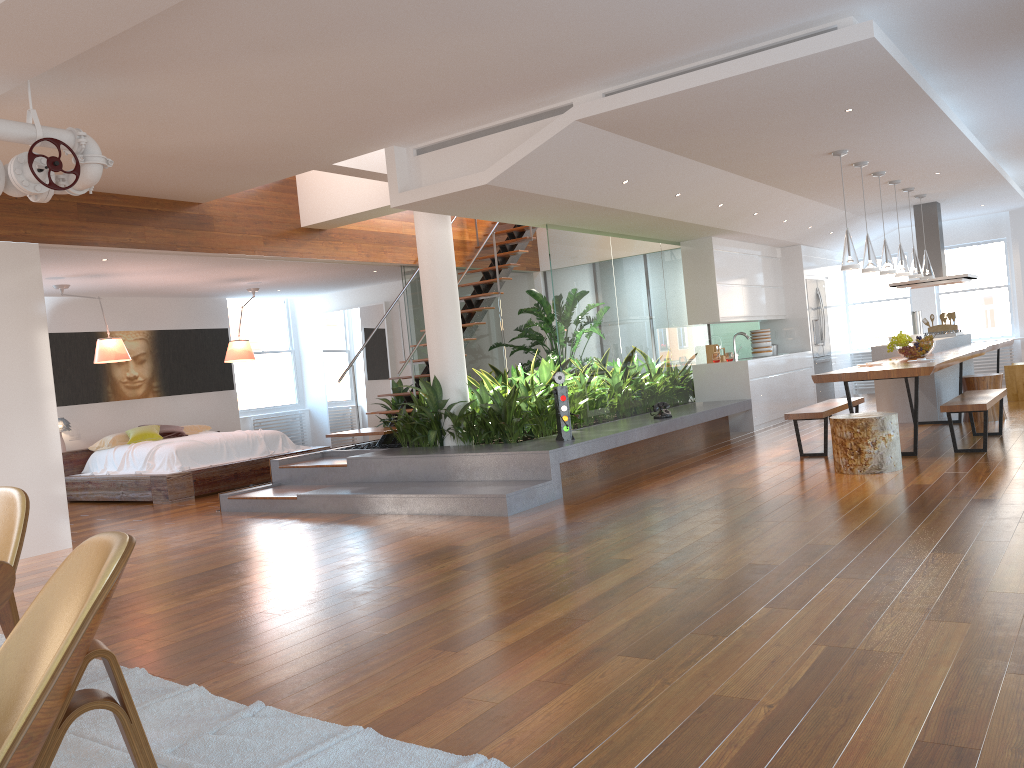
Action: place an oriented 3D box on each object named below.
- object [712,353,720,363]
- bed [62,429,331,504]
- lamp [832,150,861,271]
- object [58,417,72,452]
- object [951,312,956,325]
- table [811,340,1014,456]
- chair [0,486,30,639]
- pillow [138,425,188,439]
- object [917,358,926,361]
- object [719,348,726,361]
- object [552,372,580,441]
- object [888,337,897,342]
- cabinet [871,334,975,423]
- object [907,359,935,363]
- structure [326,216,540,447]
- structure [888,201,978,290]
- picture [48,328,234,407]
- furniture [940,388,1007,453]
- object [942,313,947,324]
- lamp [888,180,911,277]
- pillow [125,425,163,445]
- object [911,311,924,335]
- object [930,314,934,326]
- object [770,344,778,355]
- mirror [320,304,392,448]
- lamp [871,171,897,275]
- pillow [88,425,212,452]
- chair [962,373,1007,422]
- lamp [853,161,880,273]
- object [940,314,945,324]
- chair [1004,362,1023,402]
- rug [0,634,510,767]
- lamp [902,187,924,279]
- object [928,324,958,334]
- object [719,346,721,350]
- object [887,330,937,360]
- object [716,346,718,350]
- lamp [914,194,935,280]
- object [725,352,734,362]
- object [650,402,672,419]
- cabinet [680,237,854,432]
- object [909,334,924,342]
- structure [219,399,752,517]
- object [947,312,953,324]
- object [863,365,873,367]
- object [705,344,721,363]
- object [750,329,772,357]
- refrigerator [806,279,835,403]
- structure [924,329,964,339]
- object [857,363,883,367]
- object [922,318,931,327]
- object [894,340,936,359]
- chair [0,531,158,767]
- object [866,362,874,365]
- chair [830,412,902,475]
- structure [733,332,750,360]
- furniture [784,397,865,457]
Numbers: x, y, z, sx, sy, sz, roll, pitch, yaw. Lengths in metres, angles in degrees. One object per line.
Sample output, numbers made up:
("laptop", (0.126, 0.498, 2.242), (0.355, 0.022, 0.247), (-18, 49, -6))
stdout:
("object", (2.430, -0.309, 10.549), (0.094, 0.106, 0.094), (-5, 2, 40))
("bed", (-3.730, 0.891, 10.300), (2.314, 0.595, 2.207), (-5, 1, 35))
("lamp", (2.793, -1.489, 7.436), (0.160, 1.060, 0.160), (-6, 1, -28))
("object", (-5.138, 0.582, 10.084), (0.251, 0.398, 0.250), (-6, 1, 6))
("object", (5.787, -0.795, 11.612), (0.057, 0.294, 0.030), (-5, 1, 35))
("table", (4.458, 0.029, 9.226), (0.893, 0.704, 5.996), (-5, 1, 35))
("chair", (-2.113, 0.809, 3.194), (0.856, 0.752, 0.867), (-5, 2, 40))
("pillow", (-4.127, 0.554, 10.464), (0.534, 0.185, 0.372), (-6, 1, -26))
("object", (3.432, -0.198, 7.431), (0.070, 0.030, 0.079), (-6, 1, -12))
("object", (2.616, -0.367, 11.048), (0.100, 0.170, 0.173), (-5, 1, 36))
("object", (0.431, 0.180, 7.176), (0.134, 0.565, 0.318), (-6, 1, -19))
("object", (4.258, -0.486, 9.854), (0.152, 0.082, 0.152), (-6, 1, -16))
("cabinet", (4.966, -0.114, 10.563), (0.597, 0.832, 2.936), (-5, 1, 35))
("object", (3.433, -0.192, 7.431), (0.222, 0.020, 0.222), (-5, 1, 27))
("structure", (0.260, -1.481, 9.825), (2.552, 4.265, 4.591), (-5, 1, 35))
("structure", (5.295, -1.953, 11.257), (0.909, 1.405, 0.900), (-5, 1, 35))
("picture", (-4.711, -0.235, 11.010), (0.001, 0.854, 2.969), (-5, 1, 35))
("furniture", (3.811, 0.296, 7.256), (0.316, 0.389, 1.433), (-5, 1, 35))
("object", (5.693, -0.787, 11.652), (0.057, 0.299, 0.019), (-5, 1, 35))
("lamp", (4.018, -1.650, 9.219), (0.160, 1.060, 0.160), (-6, 1, -28))
("pillow", (-4.144, 0.585, 10.533), (0.805, 0.240, 1.341), (-5, 1, 31))
("object", (5.052, -0.728, 11.011), (0.172, 0.356, 0.120), (-6, 1, -7))
("object", (5.578, -0.779, 11.756), (0.055, 0.299, 0.027), (-5, 1, 35))
("object", (3.520, -0.489, 12.164), (0.284, 0.196, 0.265), (-6, 1, -13))
("mirror", (-2.226, -0.055, 12.724), (1.267, 2.044, 0.049), (-5, 1, 35))
("lamp", (3.609, -1.596, 8.625), (0.160, 1.060, 0.160), (-6, 1, -28))
("pillow", (-4.303, 0.640, 10.615), (0.467, 0.212, 1.410), (-5, 1, 33))
("chair", (4.723, 0.140, 8.898), (0.396, 0.455, 0.402), (-5, 1, 25))
("lamp", (3.201, -1.542, 8.030), (0.160, 1.060, 0.160), (-6, 1, -28))
("object", (5.676, -0.786, 11.688), (0.061, 0.299, 0.040), (-5, 1, 32))
("chair", (6.143, -0.033, 10.602), (0.344, 0.430, 0.549), (-5, 2, 39))
("rug", (-2.173, 1.180, 1.775), (3.525, 0.057, 3.478), (-5, 2, 39))
("lamp", (4.426, -1.703, 9.813), (0.160, 1.060, 0.160), (-6, 1, -28))
("object", (5.678, -0.707, 11.682), (0.353, 0.157, 0.084), (-5, 1, 35))
("object", (2.585, -0.380, 11.008), (0.040, 0.192, 0.042), (-6, 1, -18))
("object", (3.801, -0.377, 8.422), (0.394, 0.284, 0.292), (-6, 1, -1))
("object", (2.514, -0.371, 10.858), (0.040, 0.192, 0.042), (-6, 1, -5))
("lamp", (4.834, -1.757, 10.408), (0.160, 1.060, 0.160), (-6, 1, -28))
("object", (2.552, -0.318, 10.407), (0.094, 0.106, 0.094), (-5, 2, 40))
("object", (1.434, 0.252, 8.582), (0.216, 0.155, 0.181), (-6, 1, -1))
("cabinet", (3.655, -0.726, 12.128), (0.676, 2.280, 4.565), (-5, 1, 35))
("object", (4.392, -0.495, 9.610), (0.152, 0.082, 0.152), (-6, 1, -5))
("structure", (0.269, 0.628, 9.203), (3.088, 0.386, 5.584), (-5, 1, 35))
("object", (5.747, -0.791, 11.618), (0.068, 0.298, 0.039), (-5, 1, 35))
("object", (3.027, -0.151, 7.607), (0.149, 0.014, 0.044), (-5, 1, 33))
("object", (2.462, -0.373, 10.851), (0.104, 0.222, 0.200), (-5, 1, 35))
("object", (3.321, -0.546, 11.826), (0.266, 0.356, 0.267), (-6, 1, -30))
("refrigerator", (4.141, -0.571, 12.711), (0.725, 1.772, 0.908), (-5, 1, 35))
("structure", (5.442, -0.631, 11.309), (0.520, 0.073, 0.650), (-5, 1, 35))
("object", (3.114, -0.166, 7.710), (0.222, 0.020, 0.222), (-6, 1, -15))
("object", (5.549, -0.758, 11.775), (0.199, 0.259, 0.016), (-5, 2, 45))
("object", (3.820, -0.315, 8.397), (0.360, 0.159, 0.360), (-6, 1, -2))
("chair", (-1.166, 0.745, 1.664), (0.867, 0.752, 0.856), (-6, 1, -5))
("object", (3.114, -0.172, 7.710), (0.070, 0.030, 0.079), (-6, 1, -2))
("chair", (2.585, 0.427, 6.482), (0.460, 0.400, 0.460), (-5, 2, 45))
("structure", (2.971, -0.405, 11.405), (0.248, 0.536, 0.115), (-5, 1, 35))
("furniture", (2.834, 0.381, 7.935), (0.316, 0.389, 1.433), (-5, 1, 35))
